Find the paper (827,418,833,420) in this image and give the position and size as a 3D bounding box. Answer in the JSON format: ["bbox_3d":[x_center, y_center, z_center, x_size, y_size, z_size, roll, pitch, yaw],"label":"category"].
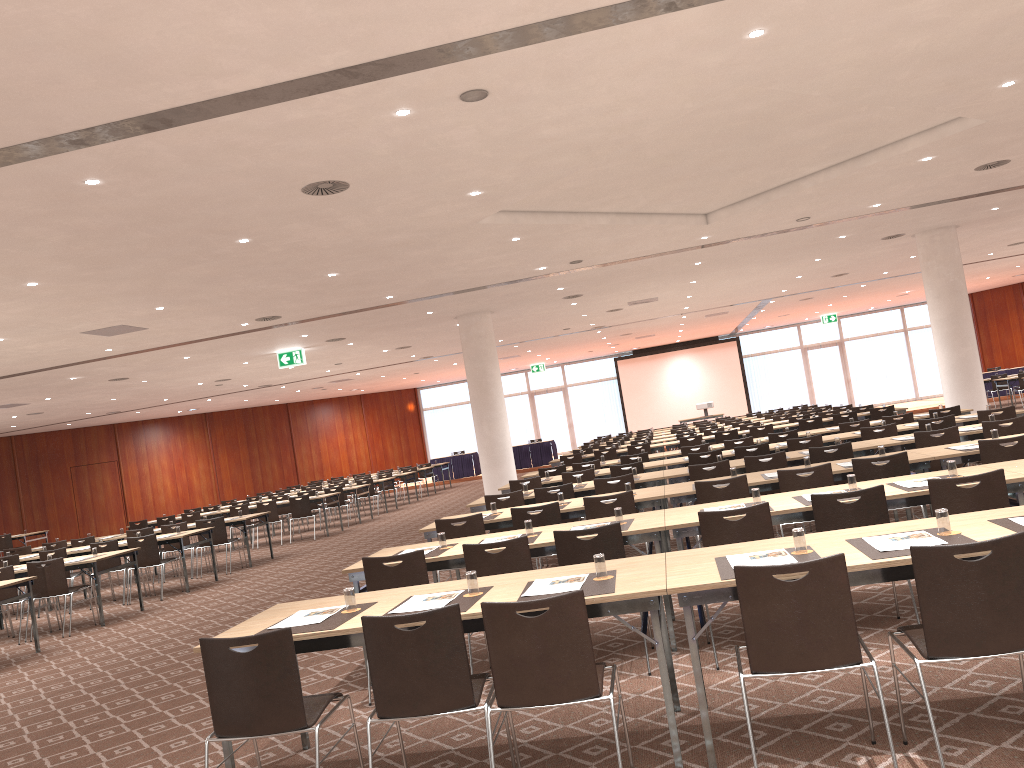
[{"bbox_3d":[6.280,0.637,16.961,0.460,0.003,0.565,-10,-3,11],"label":"paper"}]

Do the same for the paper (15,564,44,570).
[{"bbox_3d":[-6.223,2.364,11.519,0.284,0.006,0.398,-10,-3,9],"label":"paper"}]

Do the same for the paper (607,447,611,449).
[{"bbox_3d":[2.164,1.425,19.751,0.284,0.006,0.398,-10,-3,10],"label":"paper"}]

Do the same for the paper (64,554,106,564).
[{"bbox_3d":[-5.558,2.254,11.354,0.460,0.003,0.565,-9,-3,9],"label":"paper"}]

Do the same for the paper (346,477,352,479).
[{"bbox_3d":[-5.466,3.099,29.067,0.460,0.003,0.565,-10,-3,10],"label":"paper"}]

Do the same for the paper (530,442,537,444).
[{"bbox_3d":[0.784,2.097,31.640,0.460,0.003,0.565,-10,-3,9],"label":"paper"}]

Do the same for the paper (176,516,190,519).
[{"bbox_3d":[-7.119,2.885,19.219,0.460,0.003,0.565,-9,-3,7],"label":"paper"}]

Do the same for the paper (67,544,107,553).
[{"bbox_3d":[-6.454,2.501,13.502,0.460,0.003,0.565,-10,-3,10],"label":"paper"}]

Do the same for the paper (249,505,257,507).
[{"bbox_3d":[-5.598,2.629,19.044,0.284,0.006,0.398,-9,-3,9],"label":"paper"}]

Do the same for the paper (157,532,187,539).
[{"bbox_3d":[-5.217,2.295,13.336,0.460,0.003,0.565,-9,-3,8],"label":"paper"}]

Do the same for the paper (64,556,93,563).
[{"bbox_3d":[-5.573,2.254,11.394,0.283,0.006,0.398,-9,-3,8],"label":"paper"}]

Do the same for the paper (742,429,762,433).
[{"bbox_3d":[4.710,0.900,17.216,0.460,0.003,0.565,-10,-3,10],"label":"paper"}]

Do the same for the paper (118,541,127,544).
[{"bbox_3d":[-5.872,2.404,13.502,0.284,0.006,0.398,-10,-3,9],"label":"paper"}]

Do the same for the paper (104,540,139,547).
[{"bbox_3d":[-5.867,2.404,13.436,0.460,0.003,0.565,-9,-3,7],"label":"paper"}]

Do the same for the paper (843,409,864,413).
[{"bbox_3d":[7.270,0.569,18.812,0.460,0.003,0.565,-10,-3,11],"label":"paper"}]

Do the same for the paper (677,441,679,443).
[{"bbox_3d":[3.480,1.106,17.430,0.460,0.003,0.565,-10,-3,10],"label":"paper"}]

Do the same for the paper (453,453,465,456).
[{"bbox_3d":[-1.984,2.561,32.104,0.460,0.003,0.565,-10,-3,9],"label":"paper"}]

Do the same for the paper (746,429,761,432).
[{"bbox_3d":[4.698,0.901,17.293,0.284,0.006,0.398,-9,-3,9],"label":"paper"}]

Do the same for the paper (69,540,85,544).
[{"bbox_3d":[-7.752,2.818,15.848,0.283,0.006,0.398,-9,-3,8],"label":"paper"}]

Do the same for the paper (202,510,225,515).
[{"bbox_3d":[-6.478,2.778,19.125,0.460,0.003,0.565,-10,-3,10],"label":"paper"}]

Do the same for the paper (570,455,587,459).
[{"bbox_3d":[1.268,1.477,17.795,0.460,0.003,0.565,-9,-3,9],"label":"paper"}]

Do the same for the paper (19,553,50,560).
[{"bbox_3d":[-7.410,2.663,13.701,0.460,0.003,0.565,-10,-3,12],"label":"paper"}]

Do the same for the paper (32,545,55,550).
[{"bbox_3d":[-8.355,2.920,15.879,0.460,0.003,0.565,-10,-3,11],"label":"paper"}]

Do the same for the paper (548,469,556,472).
[{"bbox_3d":[0.644,1.411,14.456,0.284,0.006,0.398,-10,-3,9],"label":"paper"}]

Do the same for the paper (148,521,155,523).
[{"bbox_3d":[-7.810,2.999,19.389,0.284,0.006,0.398,-10,-3,10],"label":"paper"}]

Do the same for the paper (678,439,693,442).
[{"bbox_3d":[3.434,1.115,17.534,0.284,0.006,0.398,-10,-3,9],"label":"paper"}]

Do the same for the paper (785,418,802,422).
[{"bbox_3d":[6.006,0.781,19.028,0.460,0.003,0.565,-10,-3,10],"label":"paper"}]

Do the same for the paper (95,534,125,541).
[{"bbox_3d":[-7.107,2.711,15.678,0.460,0.003,0.565,-10,-3,10],"label":"paper"}]

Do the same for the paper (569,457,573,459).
[{"bbox_3d":[1.229,1.484,17.891,0.284,0.006,0.398,-9,-3,8],"label":"paper"}]

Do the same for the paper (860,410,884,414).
[{"bbox_3d":[6.934,0.527,16.861,0.460,0.003,0.565,-9,-3,6],"label":"paper"}]

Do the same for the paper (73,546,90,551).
[{"bbox_3d":[-6.501,2.510,13.611,0.284,0.006,0.398,-10,-3,10],"label":"paper"}]

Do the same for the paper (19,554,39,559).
[{"bbox_3d":[-7.447,2.668,13.754,0.284,0.006,0.398,-10,-3,10],"label":"paper"}]

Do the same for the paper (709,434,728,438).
[{"bbox_3d":[4.083,1.006,17.351,0.460,0.003,0.565,-9,-3,8],"label":"paper"}]

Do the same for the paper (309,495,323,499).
[{"bbox_3d":[-4.296,2.411,18.747,0.460,0.003,0.565,-10,-3,10],"label":"paper"}]

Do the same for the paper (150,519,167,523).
[{"bbox_3d":[-7.759,2.992,19.330,0.460,0.003,0.565,-10,-3,10],"label":"paper"}]

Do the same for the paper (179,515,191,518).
[{"bbox_3d":[-7.149,2.889,19.300,0.284,0.006,0.398,-10,-3,12],"label":"paper"}]

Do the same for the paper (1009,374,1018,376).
[{"bbox_3d":[14.589,-0.266,25.766,0.284,0.006,0.398,-10,-3,10],"label":"paper"}]

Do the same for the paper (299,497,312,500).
[{"bbox_3d":[-4.350,2.419,18.812,0.283,0.006,0.398,-9,-3,7],"label":"paper"}]

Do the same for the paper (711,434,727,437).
[{"bbox_3d":[4.061,1.008,17.391,0.283,0.006,0.398,-9,-3,7],"label":"paper"}]

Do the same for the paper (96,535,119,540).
[{"bbox_3d":[-7.135,2.714,15.738,0.284,0.006,0.398,-10,-3,11],"label":"paper"}]

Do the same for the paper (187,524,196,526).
[{"bbox_3d":[-5.546,2.446,15.444,0.284,0.006,0.398,-10,-3,12],"label":"paper"}]

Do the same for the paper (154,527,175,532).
[{"bbox_3d":[-6.126,2.546,15.500,0.460,0.003,0.565,-9,-3,7],"label":"paper"}]

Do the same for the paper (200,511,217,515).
[{"bbox_3d":[-6.568,2.790,19.164,0.284,0.006,0.398,-10,-3,9],"label":"paper"}]

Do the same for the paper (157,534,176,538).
[{"bbox_3d":[-5.234,2.297,13.391,0.284,0.006,0.398,-9,-3,9],"label":"paper"}]

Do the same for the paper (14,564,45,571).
[{"bbox_3d":[-6.167,2.356,11.462,0.460,0.003,0.565,-10,-3,11],"label":"paper"}]

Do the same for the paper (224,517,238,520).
[{"bbox_3d":[-4.939,2.345,15.345,0.284,0.006,0.398,-9,-3,8],"label":"paper"}]

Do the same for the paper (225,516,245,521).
[{"bbox_3d":[-4.885,2.338,15.305,0.460,0.003,0.565,-9,-3,7],"label":"paper"}]

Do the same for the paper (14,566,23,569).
[{"bbox_3d":[-6.792,2.461,11.575,0.460,0.003,0.565,-10,-3,11],"label":"paper"}]

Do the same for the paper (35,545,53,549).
[{"bbox_3d":[-8.419,2.928,15.931,0.283,0.006,0.398,-9,-3,8],"label":"paper"}]

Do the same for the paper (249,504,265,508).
[{"bbox_3d":[-5.557,2.622,18.952,0.460,0.003,0.565,-9,-3,6],"label":"paper"}]

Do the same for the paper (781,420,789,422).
[{"bbox_3d":[5.955,0.788,19.102,0.284,0.006,0.398,-9,-3,8],"label":"paper"}]

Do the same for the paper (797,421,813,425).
[{"bbox_3d":[5.692,0.736,17.079,0.460,0.003,0.565,-10,-3,9],"label":"paper"}]

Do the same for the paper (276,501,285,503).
[{"bbox_3d":[-4.978,2.524,18.918,0.283,0.006,0.398,-9,-3,8],"label":"paper"}]

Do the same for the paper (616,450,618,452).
[{"bbox_3d":[1.888,1.373,17.698,0.460,0.003,0.565,-9,-3,9],"label":"paper"}]

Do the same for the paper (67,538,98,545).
[{"bbox_3d":[-7.703,2.810,15.756,0.460,0.003,0.565,-10,-3,10],"label":"paper"}]

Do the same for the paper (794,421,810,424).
[{"bbox_3d":[5.626,0.746,17.151,0.284,0.006,0.398,-10,-3,11],"label":"paper"}]

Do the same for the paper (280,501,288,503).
[{"bbox_3d":[-4.926,2.517,18.864,0.460,0.003,0.565,-9,-3,7],"label":"paper"}]

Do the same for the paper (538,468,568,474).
[{"bbox_3d":[0.663,1.406,14.346,0.460,0.003,0.565,-10,-3,11],"label":"paper"}]
